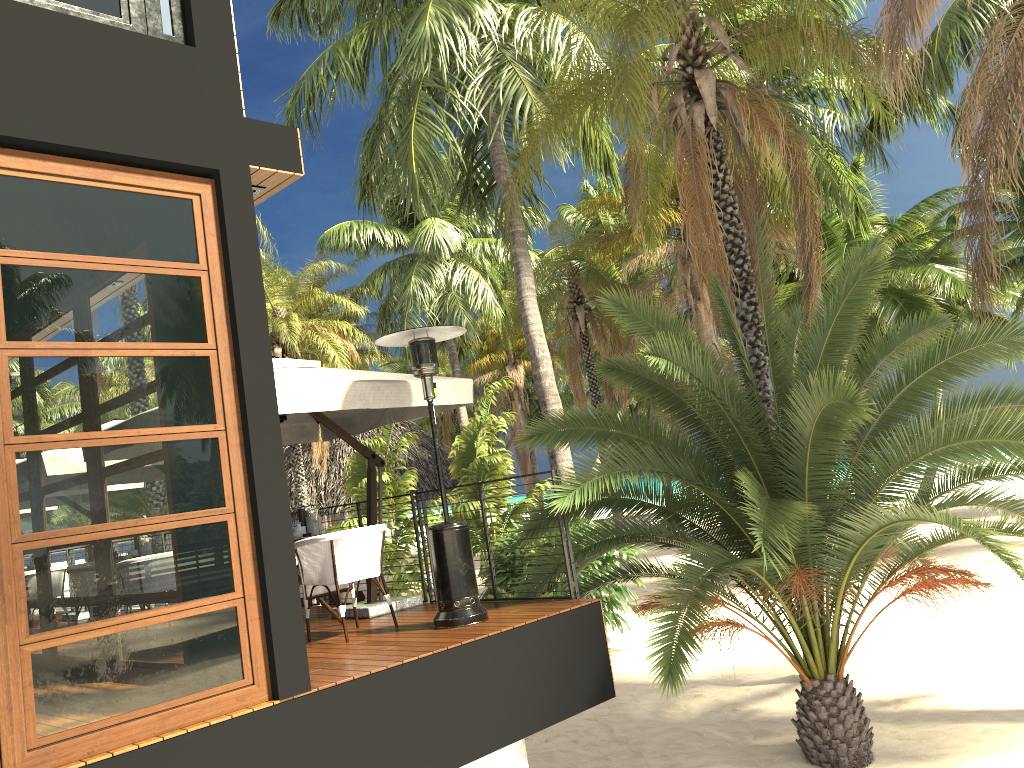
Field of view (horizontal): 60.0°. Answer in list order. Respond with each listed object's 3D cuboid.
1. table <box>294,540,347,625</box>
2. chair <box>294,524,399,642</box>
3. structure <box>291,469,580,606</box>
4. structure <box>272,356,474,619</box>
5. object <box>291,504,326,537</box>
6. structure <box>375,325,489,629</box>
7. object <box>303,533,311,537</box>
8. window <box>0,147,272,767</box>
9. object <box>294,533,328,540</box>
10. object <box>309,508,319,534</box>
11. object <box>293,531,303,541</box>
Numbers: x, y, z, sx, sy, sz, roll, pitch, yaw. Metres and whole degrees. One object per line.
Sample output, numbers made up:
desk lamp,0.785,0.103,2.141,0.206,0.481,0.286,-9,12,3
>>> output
table,-1.790,1.669,7.294,0.929,0.751,0.932,-15,-9,43
chair,-1.238,1.499,6.714,0.627,0.790,0.615,-2,-10,-45
structure,-8.805,3.680,15.799,26.200,1.156,0.163,-15,-10,43
structure,-1.900,0.906,7.499,2.407,2.338,2.414,-15,-10,43
object,-1.741,1.169,7.498,0.263,0.264,0.263,-9,-7,-1
structure,-0.533,0.656,6.577,0.698,2.197,0.699,-13,-9,31
object,-1.677,1.243,7.249,0.080,0.042,0.080,-13,-8,35
window,-19.188,-3.530,15.236,38.368,18.007,14.473,-11,-8,21
object,-1.601,1.223,7.102,0.170,0.025,0.295,-15,-9,43
object,-1.615,1.139,7.277,0.082,0.227,0.082,-1,-10,-45
object,-1.747,1.234,7.178,0.116,0.065,0.115,-3,-9,-42
